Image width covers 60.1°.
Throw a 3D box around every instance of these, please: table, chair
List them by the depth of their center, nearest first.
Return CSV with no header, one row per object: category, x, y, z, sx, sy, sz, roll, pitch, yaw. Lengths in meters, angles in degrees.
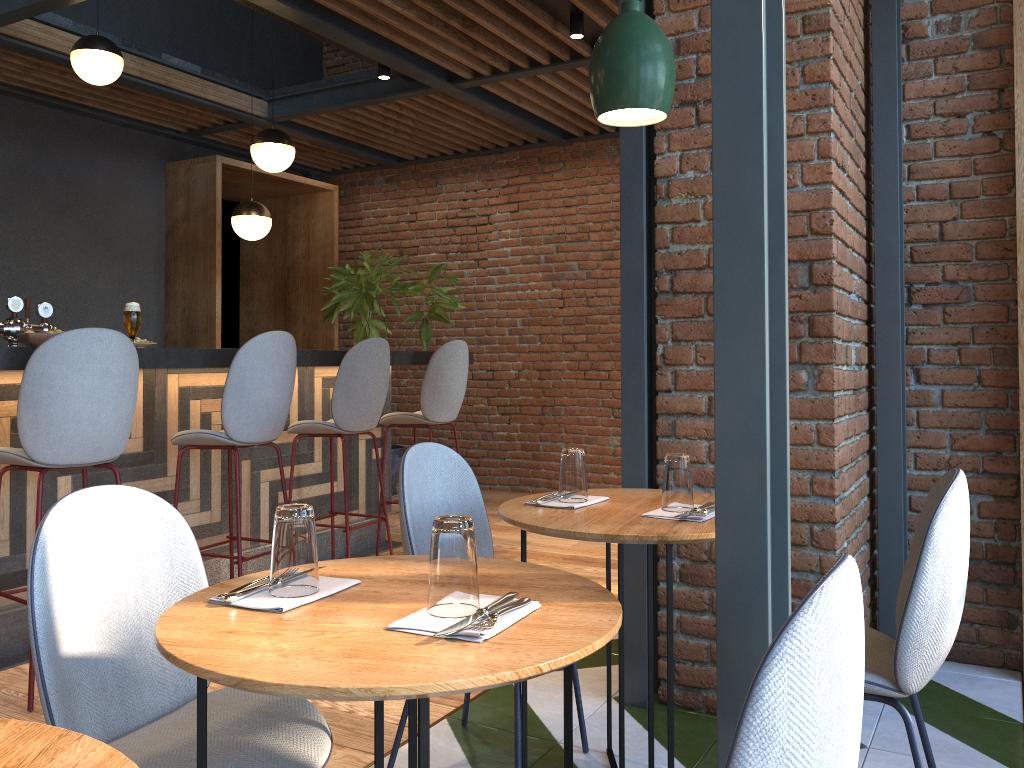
table,-0.614,0.740,0.596,0.699,0.748,0.699,0,0,39
chair,0.194,0.651,1.166,0.507,0.888,0.418,-1,-1,30
table,-0.179,0.717,1.374,0.699,0.748,0.699,0,0,-19
chair,-0.589,0.642,1.609,0.507,0.888,0.418,0,-1,25
chair,0.759,0.626,2.010,0.507,0.888,0.418,0,-1,25
table,0.316,0.691,2.258,0.699,0.748,0.699,0,0,-14
chair,-0.056,0.617,2.471,0.507,0.888,0.418,-1,-1,30
chair,-1.594,0.427,3.142,0.507,1.244,0.418,-1,-1,40
chair,-1.186,0.397,3.788,0.507,1.244,0.418,-1,-1,25
chair,-0.877,0.387,4.492,0.507,1.244,0.418,-1,-1,27
chair,-0.507,0.368,5.124,0.507,1.244,0.418,-1,-1,29

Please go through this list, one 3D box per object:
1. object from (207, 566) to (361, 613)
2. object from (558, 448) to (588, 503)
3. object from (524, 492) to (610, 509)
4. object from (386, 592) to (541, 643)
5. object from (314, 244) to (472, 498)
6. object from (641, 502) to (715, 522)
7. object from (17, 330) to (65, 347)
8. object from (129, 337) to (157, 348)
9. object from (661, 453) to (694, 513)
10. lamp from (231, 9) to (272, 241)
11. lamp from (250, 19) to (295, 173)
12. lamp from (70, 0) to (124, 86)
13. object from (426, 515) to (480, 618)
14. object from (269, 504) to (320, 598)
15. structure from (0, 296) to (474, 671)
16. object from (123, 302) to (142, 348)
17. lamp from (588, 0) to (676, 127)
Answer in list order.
object,-0.364,0.332,1.463,0.157,0.019,0.243,1,2,26
object,0.161,0.240,2.344,0.080,0.138,0.080,0,-1,-24
object,0.153,0.306,2.373,0.157,0.019,0.243,1,2,33
object,-0.072,0.336,1.299,0.157,0.019,0.243,1,2,26
object,-1.088,-0.119,7.430,1.516,2.098,1.082,0,-1,34
object,0.424,0.310,2.176,0.157,0.019,0.243,1,2,33
object,-1.798,-0.174,3.415,0.168,0.073,0.168,-1,1,-41
object,-1.624,-0.169,3.613,0.164,0.052,0.292,1,2,38
object,0.411,0.243,2.200,0.080,0.138,0.080,0,-1,16
lamp,-1.795,-2.883,6.123,0.268,3.798,0.268,1,-2,-40
lamp,-1.492,-3.212,5.540,0.268,3.798,0.268,-1,-2,39
lamp,-2.315,-3.565,4.968,0.268,3.798,0.268,-1,-1,35
object,-0.088,0.269,1.322,0.080,0.138,0.080,-1,-1,39
object,-0.352,0.267,1.435,0.080,0.138,0.080,0,-1,-21
structure,-2.670,0.327,4.127,2.916,1.397,4.920,0,1,29
object,-1.514,-0.236,3.534,0.070,0.183,0.070,1,-1,-40
lamp,0.306,-1.698,2.308,0.223,2.024,0.223,-1,-1,33
